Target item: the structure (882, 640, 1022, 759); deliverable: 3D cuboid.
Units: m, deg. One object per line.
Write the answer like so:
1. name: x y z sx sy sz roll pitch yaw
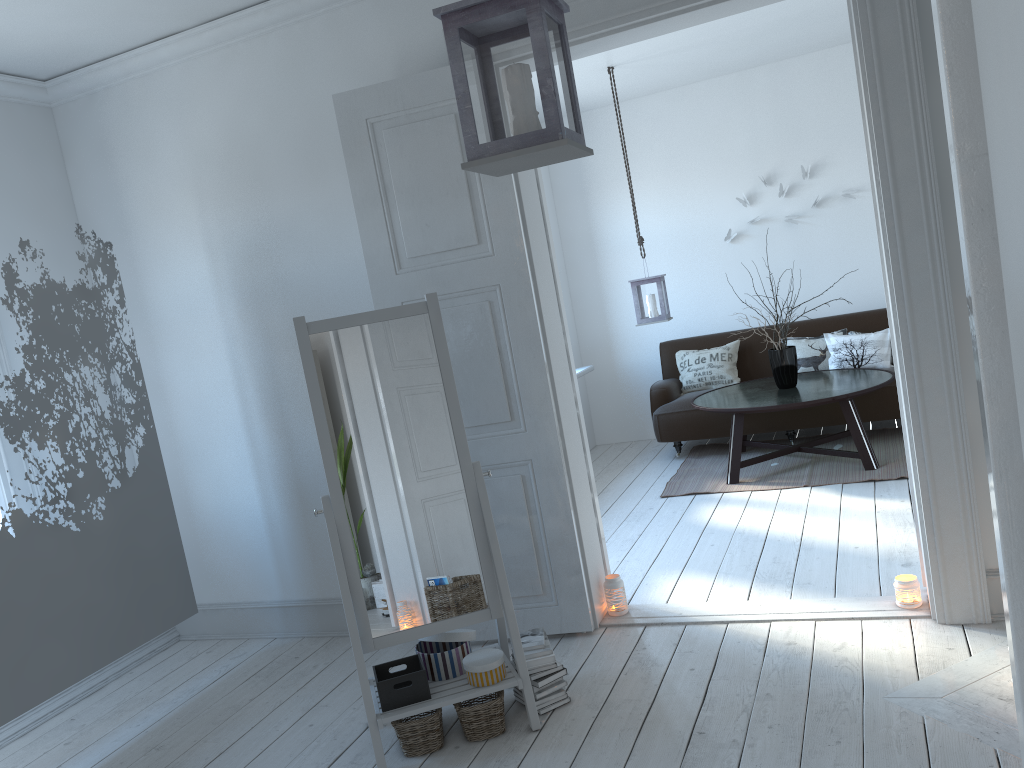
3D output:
1. structure: 1.637 -0.438 2.485 1.246 2.833 0.800 -13 7 -22

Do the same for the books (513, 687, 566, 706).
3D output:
1. books: 0.096 1.091 3.161 0.128 0.016 0.180 -13 6 -22

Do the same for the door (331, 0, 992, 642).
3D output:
1. door: 0.763 -0.294 3.444 2.601 2.510 0.576 -8 7 22

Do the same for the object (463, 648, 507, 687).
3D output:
1. object: -0.092 0.965 3.019 0.142 0.075 0.142 -10 6 6

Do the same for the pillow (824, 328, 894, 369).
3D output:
1. pillow: 2.512 -0.242 6.436 0.471 0.309 0.187 -8 7 23

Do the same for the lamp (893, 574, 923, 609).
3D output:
1. lamp: 1.506 0.790 3.375 0.093 0.110 0.093 -5 8 39

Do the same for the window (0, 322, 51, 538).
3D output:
1. window: -2.502 -0.047 3.256 0.375 1.849 1.452 -8 7 22

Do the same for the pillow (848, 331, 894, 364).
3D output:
1. pillow: 2.738 -0.274 6.464 0.542 0.288 0.182 -8 7 23

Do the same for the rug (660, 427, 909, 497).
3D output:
1. rug: 1.941 0.484 5.976 1.711 0.055 1.452 -8 6 23

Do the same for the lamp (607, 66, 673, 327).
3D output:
1. lamp: 0.835 -1.290 6.073 0.228 1.766 0.228 -8 7 19

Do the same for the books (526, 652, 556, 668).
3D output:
1. books: 0.075 0.946 3.135 0.128 0.026 0.200 -11 6 -6

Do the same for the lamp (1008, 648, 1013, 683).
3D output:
1. lamp: 1.553 0.842 2.684 0.084 0.147 0.083 -7 7 27

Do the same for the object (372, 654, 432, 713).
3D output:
1. object: -0.373 1.006 2.990 0.165 0.103 0.154 -12 6 -13

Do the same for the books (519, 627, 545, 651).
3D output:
1. books: 0.060 0.910 3.151 0.111 0.014 0.156 -10 6 2

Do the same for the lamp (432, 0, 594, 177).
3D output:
1. lamp: -0.119 -1.332 1.773 0.228 1.766 0.228 -8 7 19

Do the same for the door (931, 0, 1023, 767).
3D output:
1. door: -0.318 0.185 0.679 2.601 2.510 0.576 -8 7 22

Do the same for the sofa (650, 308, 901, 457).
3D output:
1. sofa: 2.148 -0.027 6.627 2.167 0.826 0.966 -8 7 22

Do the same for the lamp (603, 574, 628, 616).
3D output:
1. lamp: 0.446 0.909 3.822 0.089 0.166 0.089 -8 7 21

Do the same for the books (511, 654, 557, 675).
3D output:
1. books: 0.077 0.983 3.151 0.128 0.016 0.176 -11 6 -11

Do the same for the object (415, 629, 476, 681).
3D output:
1. object: -0.236 0.934 3.174 0.207 0.159 0.240 -7 7 30

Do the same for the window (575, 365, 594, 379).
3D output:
1. window: -5.296 -4.134 30.715 27.778 15.051 51.140 -8 6 22

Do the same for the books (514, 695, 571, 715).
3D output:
1. books: 0.108 1.123 3.167 0.128 0.016 0.178 -14 7 -29

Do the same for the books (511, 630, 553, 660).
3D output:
1. books: 0.067 0.926 3.138 0.132 0.017 0.186 -11 6 -5

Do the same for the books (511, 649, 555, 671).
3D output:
1. books: 0.073 0.968 3.146 0.128 0.016 0.180 -11 6 -6

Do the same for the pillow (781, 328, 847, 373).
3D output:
1. pillow: 2.273 -0.208 6.618 0.473 0.348 0.158 -8 7 21

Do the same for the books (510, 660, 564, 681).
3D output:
1. books: 0.085 0.999 3.153 0.128 0.016 0.178 -13 6 -24

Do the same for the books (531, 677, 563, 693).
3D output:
1. books: 0.081 1.044 3.161 0.128 0.022 0.167 -14 7 -33

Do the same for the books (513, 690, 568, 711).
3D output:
1. books: 0.100 1.107 3.165 0.128 0.016 0.176 -13 6 -26

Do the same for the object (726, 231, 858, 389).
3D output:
1. object: 1.827 -0.500 5.735 0.845 1.068 0.524 -11 7 -7

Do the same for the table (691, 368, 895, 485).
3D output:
1. table: 1.890 0.269 5.926 1.300 0.504 1.296 -9 6 13

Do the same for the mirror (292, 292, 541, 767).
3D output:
1. mirror: -0.346 0.465 3.016 0.610 1.492 0.416 -12 7 -13

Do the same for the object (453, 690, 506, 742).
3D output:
1. object: -0.112 1.115 3.074 0.185 0.140 0.295 -11 6 -6

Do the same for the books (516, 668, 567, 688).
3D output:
1. books: 0.086 1.021 3.147 0.128 0.022 0.193 -14 7 -35

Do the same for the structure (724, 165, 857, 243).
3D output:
1. structure: 2.128 -1.422 6.872 1.026 0.479 0.085 -8 7 22

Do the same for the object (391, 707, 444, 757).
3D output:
1. object: -0.321 1.156 3.047 0.185 0.140 0.295 -11 6 -6

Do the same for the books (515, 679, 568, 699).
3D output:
1. books: 0.091 1.063 3.156 0.132 0.017 0.187 -14 7 -30

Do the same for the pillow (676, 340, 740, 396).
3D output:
1. pillow: 1.546 -0.122 6.961 0.519 0.368 0.238 -8 7 22
